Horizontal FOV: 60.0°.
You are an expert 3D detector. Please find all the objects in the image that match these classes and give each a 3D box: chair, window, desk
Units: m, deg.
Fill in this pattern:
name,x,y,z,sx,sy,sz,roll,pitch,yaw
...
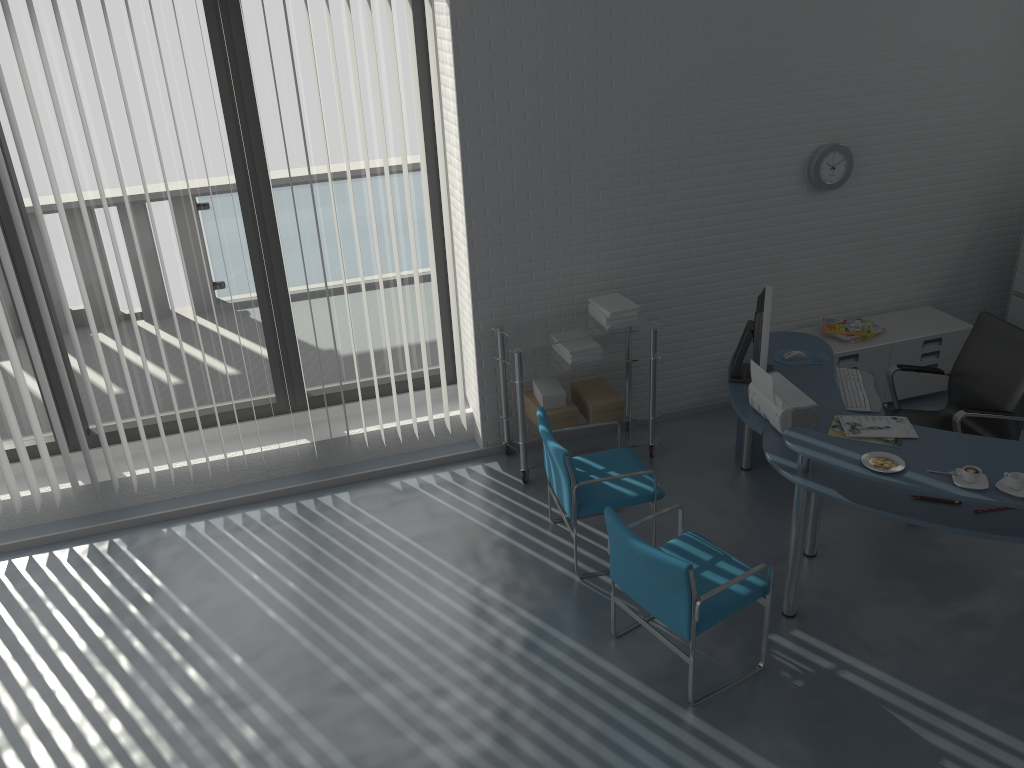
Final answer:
name,x,y,z,sx,sy,sz,roll,pitch,yaw
chair,0.426,0.498,4.414,0.543,0.707,0.542,-8,26,-10
chair,0.720,0.836,3.667,0.543,0.707,0.542,-18,29,-28
chair,2.243,0.188,4.567,0.652,0.948,0.584,-8,26,-10
window,-2.054,-0.963,4.858,3.635,2.562,0.008,-10,26,-14
desk,1.784,0.490,4.042,1.402,0.900,2.282,-24,32,-36

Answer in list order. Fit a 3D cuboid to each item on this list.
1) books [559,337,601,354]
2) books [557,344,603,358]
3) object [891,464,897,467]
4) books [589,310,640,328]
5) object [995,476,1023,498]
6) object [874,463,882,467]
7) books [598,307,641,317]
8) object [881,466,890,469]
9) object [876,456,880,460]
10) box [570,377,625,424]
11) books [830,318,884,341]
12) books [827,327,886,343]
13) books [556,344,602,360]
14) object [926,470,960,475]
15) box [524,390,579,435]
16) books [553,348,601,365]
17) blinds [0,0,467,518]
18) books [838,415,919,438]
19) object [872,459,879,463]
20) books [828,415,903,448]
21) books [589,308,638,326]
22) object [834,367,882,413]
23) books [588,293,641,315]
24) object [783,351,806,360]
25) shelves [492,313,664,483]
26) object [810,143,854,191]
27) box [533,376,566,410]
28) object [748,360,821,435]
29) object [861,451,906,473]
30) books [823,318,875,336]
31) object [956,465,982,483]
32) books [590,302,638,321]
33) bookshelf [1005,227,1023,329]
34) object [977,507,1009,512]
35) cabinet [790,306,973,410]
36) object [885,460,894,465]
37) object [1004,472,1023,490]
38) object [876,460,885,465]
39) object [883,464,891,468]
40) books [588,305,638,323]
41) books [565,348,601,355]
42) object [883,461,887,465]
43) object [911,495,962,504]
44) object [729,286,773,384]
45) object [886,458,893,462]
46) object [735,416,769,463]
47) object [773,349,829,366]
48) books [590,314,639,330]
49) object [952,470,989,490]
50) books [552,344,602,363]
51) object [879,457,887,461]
name,x,y,z,sx,sy,sz,roll,pitch,yaw
books,0.360,-0.242,5.046,0.190,0.015,0.270,-12,27,-17
books,0.377,-0.221,5.069,0.190,0.015,0.270,-11,26,-16
object,1.458,0.310,3.396,0.027,0.005,0.025,-16,28,-24
books,0.582,-0.388,5.054,0.190,0.015,0.270,-12,27,-17
object,1.825,0.376,3.211,0.119,0.016,0.119,-21,31,-33
object,1.402,0.311,3.400,0.027,0.005,0.025,6,27,19
books,0.586,-0.447,5.039,0.190,0.015,0.270,-10,26,-14
object,1.427,0.317,3.385,0.025,0.005,0.027,20,34,40
object,1.427,0.290,3.443,0.027,0.005,0.025,18,32,37
box,0.501,0.101,5.224,0.207,0.133,0.347,-10,26,-14
books,2.160,-0.345,5.610,0.300,0.020,0.210,-13,27,-19
books,2.186,-0.335,5.632,0.300,0.020,0.210,-18,29,-28
books,0.376,-0.210,5.081,0.190,0.015,0.270,-10,26,-14
object,1.617,0.329,3.326,0.119,0.021,0.025,11,29,27
box,0.220,0.152,5.150,0.207,0.133,0.347,-13,27,-19
books,0.371,-0.180,5.089,0.190,0.015,0.270,-11,26,-16
blinds,-2.278,-0.731,4.323,4.001,2.955,0.158,-10,26,-14
books,1.630,0.191,3.959,0.300,0.010,0.200,0,26,8
object,1.405,0.298,3.429,0.027,0.005,0.025,8,28,23
books,1.573,0.208,3.935,0.300,0.005,0.200,10,28,26
books,0.574,-0.398,5.043,0.190,0.015,0.270,-10,26,-13
object,1.689,0.021,4.447,0.276,0.028,0.478,3,26,13
books,0.578,-0.455,5.022,0.190,0.015,0.270,-13,27,-19
object,1.489,-0.154,4.664,0.115,0.035,0.054,-6,25,-5
shelves,0.383,0.055,5.189,0.896,0.848,0.441,-10,26,-14
object,1.930,-1.311,5.353,0.279,0.277,0.041,-10,26,-14
box,0.215,0.052,5.103,0.139,0.090,0.234,-8,26,-10
object,1.211,0.037,4.025,0.197,0.273,0.392,-8,26,-10
object,1.426,0.304,3.410,0.162,0.011,0.162,9,28,24
books,2.122,-0.360,5.599,0.300,0.020,0.210,5,27,17
object,1.683,0.333,3.263,0.062,0.049,0.078,-15,28,-23
books,0.575,-0.425,5.029,0.190,0.015,0.270,-9,26,-12
bookshelf,3.901,-0.204,4.955,0.521,1.141,2.294,-10,26,-14
object,1.848,0.468,3.349,0.200,0.010,0.011,-6,26,-6
cabinet,2.309,-0.126,5.765,1.259,0.484,0.447,-10,26,-15
object,1.450,0.301,3.405,0.025,0.005,0.027,-14,28,-22
object,1.824,0.351,3.208,0.062,0.049,0.078,-1,25,5
object,1.415,0.301,3.409,0.025,0.005,0.027,-8,26,-10
object,1.430,0.312,3.384,0.027,0.005,0.025,-21,30,-32
books,0.573,-0.414,5.042,0.190,0.015,0.270,-10,26,-14
books,0.373,-0.237,5.069,0.190,0.015,0.270,-10,26,-13
object,1.434,0.303,3.413,0.025,0.005,0.027,-18,29,-28
object,1.635,0.445,3.418,0.178,0.013,0.013,7,27,20
object,1.207,-0.234,4.428,0.212,0.417,0.365,4,26,16
object,1.457,0.296,3.427,0.027,0.005,0.025,17,32,36
object,1.559,0.235,5.165,0.471,0.422,0.199,5,27,17
object,1.521,-0.153,4.677,0.285,0.026,0.213,-5,25,-3
books,0.583,-0.374,5.061,0.190,0.015,0.270,-10,26,-14
object,1.688,0.357,3.267,0.119,0.016,0.119,6,27,19
books,0.370,-0.193,5.082,0.190,0.015,0.270,-12,27,-18
object,1.435,0.290,3.431,0.025,0.005,0.027,11,29,27
